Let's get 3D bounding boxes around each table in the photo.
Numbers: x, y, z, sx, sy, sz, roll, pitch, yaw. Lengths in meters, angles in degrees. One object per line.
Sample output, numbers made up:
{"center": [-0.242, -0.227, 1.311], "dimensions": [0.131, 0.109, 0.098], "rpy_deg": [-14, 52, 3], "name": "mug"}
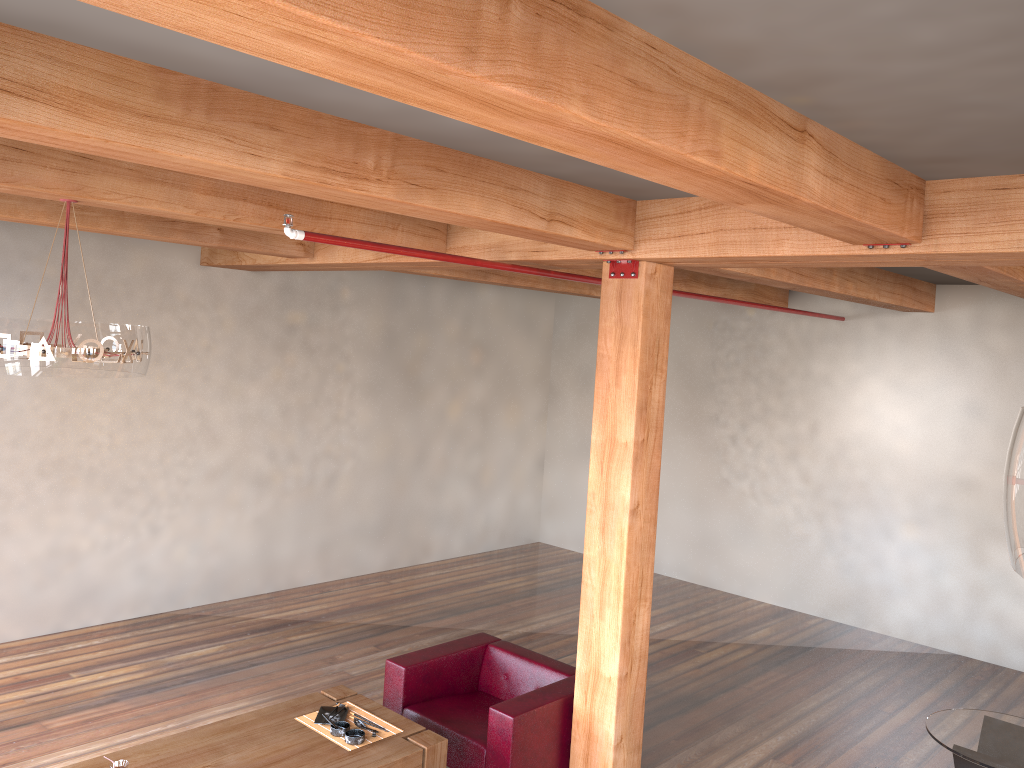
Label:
{"center": [-1.263, 2.041, 4.180], "dimensions": [0.902, 0.550, 1.749], "rpy_deg": [6, 3, 42], "name": "table"}
{"center": [2.264, 2.101, 4.062], "dimensions": [0.721, 0.924, 0.723], "rpy_deg": [3, 1, -23], "name": "table"}

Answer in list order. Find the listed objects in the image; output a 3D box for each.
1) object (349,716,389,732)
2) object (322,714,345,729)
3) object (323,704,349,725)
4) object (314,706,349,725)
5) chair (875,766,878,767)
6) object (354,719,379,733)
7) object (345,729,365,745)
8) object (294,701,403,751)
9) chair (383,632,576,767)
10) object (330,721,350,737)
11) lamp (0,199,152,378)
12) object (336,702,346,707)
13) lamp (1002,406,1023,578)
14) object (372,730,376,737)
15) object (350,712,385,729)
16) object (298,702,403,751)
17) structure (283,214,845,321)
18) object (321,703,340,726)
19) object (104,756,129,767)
{"center": [-0.745, 1.772, 4.618], "dimensions": [0.271, 0.008, 0.007], "rpy_deg": [6, 2, 32], "name": "object"}
{"center": [-0.900, 1.723, 4.495], "dimensions": [0.137, 0.080, 0.045], "rpy_deg": [4, 1, 8], "name": "object"}
{"center": [-0.927, 1.740, 4.665], "dimensions": [0.007, 0.008, 0.270], "rpy_deg": [4, 3, 17], "name": "object"}
{"center": [-0.949, 1.751, 4.664], "dimensions": [0.154, 0.018, 0.213], "rpy_deg": [4, 3, -2], "name": "object"}
{"center": [1.723, 2.052, 3.603], "dimensions": [0.430, 0.981, 0.466], "rpy_deg": [4, 1, 43], "name": "chair"}
{"center": [-0.751, 1.762, 4.561], "dimensions": [0.153, 0.030, 0.045], "rpy_deg": [5, 2, 27], "name": "object"}
{"center": [-0.783, 1.761, 4.414], "dimensions": [0.098, 0.043, 0.099], "rpy_deg": [3, 3, -21], "name": "object"}
{"center": [-0.849, 1.770, 4.602], "dimensions": [0.470, 0.001, 0.352], "rpy_deg": [6, 4, 42], "name": "object"}
{"center": [-0.115, 2.032, 5.400], "dimensions": [1.073, 0.592, 0.865], "rpy_deg": [6, 3, 42], "name": "chair"}
{"center": [-0.872, 1.752, 4.491], "dimensions": [0.098, 0.043, 0.099], "rpy_deg": [3, 2, -10], "name": "object"}
{"center": [-2.116, -0.464, 4.175], "dimensions": [0.809, 0.814, 0.810], "rpy_deg": [4, 2, -7], "name": "lamp"}
{"center": [-0.927, 1.744, 4.801], "dimensions": [0.059, 0.021, 0.018], "rpy_deg": [5, 2, 29], "name": "object"}
{"center": [1.134, -0.100, 1.179], "dimensions": [0.809, 0.814, 0.810], "rpy_deg": [4, 2, -5], "name": "lamp"}
{"center": [-0.698, 1.774, 4.486], "dimensions": [0.018, 0.021, 0.059], "rpy_deg": [4, 3, -6], "name": "object"}
{"center": [-0.759, 1.769, 4.656], "dimensions": [0.271, 0.008, 0.007], "rpy_deg": [6, 3, 38], "name": "object"}
{"center": [-0.849, 1.770, 4.603], "dimensions": [0.472, 0.003, 0.331], "rpy_deg": [6, 4, 42], "name": "object"}
{"center": [1.229, -0.715, 6.654], "dimensions": [0.051, 0.112, 6.802], "rpy_deg": [4, 3, 42], "name": "structure"}
{"center": [-0.955, 1.738, 4.662], "dimensions": [0.007, 0.008, 0.270], "rpy_deg": [4, 3, 8], "name": "object"}
{"center": [-1.652, 1.648, 3.694], "dimensions": [0.095, 0.232, 0.076], "rpy_deg": [4, 0, -14], "name": "object"}
